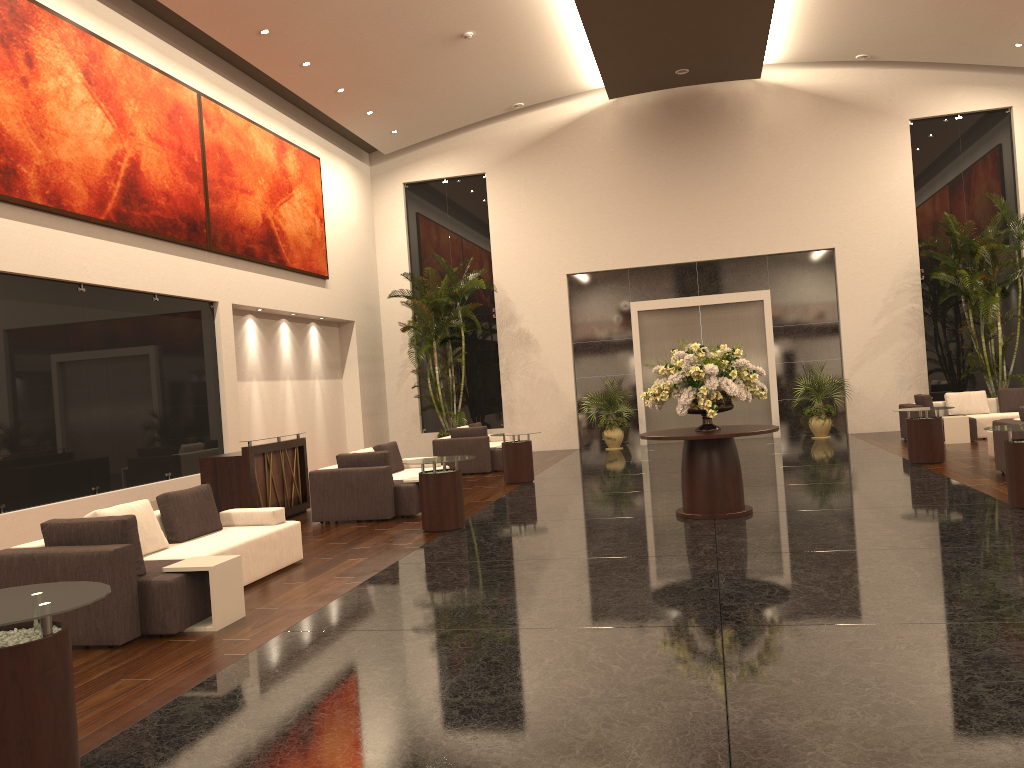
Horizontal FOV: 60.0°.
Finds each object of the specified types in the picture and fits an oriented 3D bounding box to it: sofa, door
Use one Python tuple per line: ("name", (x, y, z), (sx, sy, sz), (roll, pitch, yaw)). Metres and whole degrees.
("sofa", (8.683, 0.540, 16.115), (2.846, 0.862, 1.291), (-4, 0, 12))
("sofa", (8.409, 0.557, 13.495), (2.586, 0.862, 3.366), (-4, 0, 12))
("door", (4.337, -0.238, 19.982), (2.767, 3.048, 0.040), (-4, 0, 12))
("sofa", (7.478, 0.621, 10.572), (2.846, 0.862, 1.291), (-4, 0, 12))
("sofa", (-0.534, 1.210, 17.515), (1.291, 0.862, 2.846), (-4, 0, 12))
("sofa", (-1.637, 1.285, 12.444), (1.291, 0.862, 2.846), (-4, 0, 12))
("sofa", (-2.736, 1.359, 7.389), (1.291, 0.862, 2.846), (-4, 0, 12))

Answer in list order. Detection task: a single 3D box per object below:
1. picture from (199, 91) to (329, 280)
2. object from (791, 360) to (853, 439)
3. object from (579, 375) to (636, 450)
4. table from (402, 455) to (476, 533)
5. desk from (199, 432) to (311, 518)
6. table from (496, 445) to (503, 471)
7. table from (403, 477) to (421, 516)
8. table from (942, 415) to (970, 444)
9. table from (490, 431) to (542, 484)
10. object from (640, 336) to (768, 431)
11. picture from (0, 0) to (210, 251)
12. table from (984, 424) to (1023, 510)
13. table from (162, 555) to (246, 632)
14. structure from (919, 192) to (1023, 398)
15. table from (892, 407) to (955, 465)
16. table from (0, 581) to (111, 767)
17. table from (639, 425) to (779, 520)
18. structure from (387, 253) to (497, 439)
("picture", (-4.399, -3.394, 16.193), (0.070, 2.526, 4.515), (-4, 0, 12))
("object", (6.426, 0.296, 18.644), (1.373, 1.682, 1.297), (-4, 0, -40))
("object", (2.215, 0.603, 19.618), (1.373, 1.682, 1.297), (-4, 0, -45))
("table", (-0.799, 1.254, 10.066), (0.833, 0.795, 0.844), (-4, 0, -27))
("desk", (-3.416, 1.286, 12.017), (0.760, 1.114, 1.634), (-4, 0, 12))
("table", (-0.045, 1.376, 16.609), (0.400, 0.460, 0.400), (-4, 0, 12))
("table", (-1.148, 1.451, 11.538), (0.400, 0.460, 0.400), (-4, 0, 12))
("table", (7.794, 0.806, 15.639), (0.400, 0.460, 0.400), (-4, 0, 12))
("table", (0.092, 1.193, 14.295), (0.833, 0.795, 0.844), (-4, 0, -27))
("object", (2.157, -0.035, 9.813), (1.453, 1.097, 1.402), (-4, 0, -32))
("picture", (-5.359, -3.329, 11.775), (0.070, 2.526, 4.515), (-4, 0, 12))
("table", (5.162, 0.820, 8.764), (0.833, 0.795, 0.844), (-4, 0, -27))
("table", (-2.247, 1.525, 6.483), (0.400, 0.460, 0.400), (-4, 0, 12))
("structure", (9.469, -1.394, 17.439), (2.436, 4.611, 2.531), (-4, 0, -16))
("table", (6.052, 0.759, 12.993), (0.833, 0.795, 0.844), (-4, 0, -27))
("table", (-2.157, 1.346, 3.821), (0.844, 0.795, 0.833), (-4, 0, -39))
("table", (2.205, 0.973, 9.820), (1.498, 0.921, 1.498), (-4, 0, 3))
("structure", (-1.442, -0.599, 19.969), (2.436, 4.611, 2.531), (-4, 0, -16))
